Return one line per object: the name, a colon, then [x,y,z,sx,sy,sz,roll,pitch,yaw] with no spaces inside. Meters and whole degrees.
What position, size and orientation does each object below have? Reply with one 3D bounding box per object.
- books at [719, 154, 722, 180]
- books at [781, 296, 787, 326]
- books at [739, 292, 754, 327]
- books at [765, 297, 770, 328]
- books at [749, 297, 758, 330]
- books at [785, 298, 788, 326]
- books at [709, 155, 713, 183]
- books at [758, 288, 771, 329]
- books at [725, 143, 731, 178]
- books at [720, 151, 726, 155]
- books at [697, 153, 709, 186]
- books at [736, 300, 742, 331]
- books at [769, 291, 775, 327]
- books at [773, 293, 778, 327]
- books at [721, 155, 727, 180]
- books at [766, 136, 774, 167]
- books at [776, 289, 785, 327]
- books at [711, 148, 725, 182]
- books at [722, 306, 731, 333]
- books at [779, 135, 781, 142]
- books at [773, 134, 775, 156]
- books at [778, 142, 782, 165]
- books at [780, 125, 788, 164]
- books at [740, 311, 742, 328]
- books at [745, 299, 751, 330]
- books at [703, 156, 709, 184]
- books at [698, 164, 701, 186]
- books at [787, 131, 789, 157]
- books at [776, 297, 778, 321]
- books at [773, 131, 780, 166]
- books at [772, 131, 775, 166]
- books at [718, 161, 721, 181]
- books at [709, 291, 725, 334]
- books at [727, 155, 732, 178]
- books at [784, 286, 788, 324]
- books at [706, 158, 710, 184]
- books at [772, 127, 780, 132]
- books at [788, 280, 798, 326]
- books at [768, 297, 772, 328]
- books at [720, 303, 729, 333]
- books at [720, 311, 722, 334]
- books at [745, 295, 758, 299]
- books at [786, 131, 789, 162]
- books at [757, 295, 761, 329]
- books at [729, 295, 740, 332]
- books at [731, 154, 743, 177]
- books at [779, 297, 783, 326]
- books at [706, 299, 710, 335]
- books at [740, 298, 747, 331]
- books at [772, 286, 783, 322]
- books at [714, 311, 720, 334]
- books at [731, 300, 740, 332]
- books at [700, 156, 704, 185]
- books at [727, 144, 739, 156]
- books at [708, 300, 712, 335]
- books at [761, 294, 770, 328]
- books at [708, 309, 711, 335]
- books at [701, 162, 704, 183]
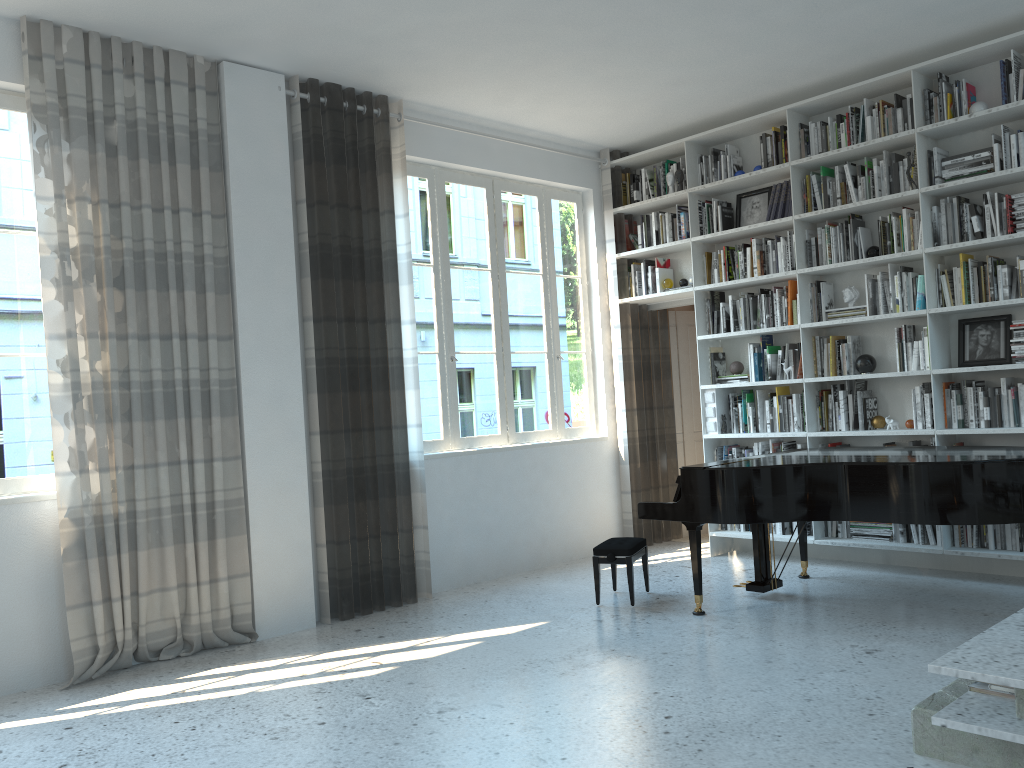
books: [1.604,-1.583,6.594,0.181,0.219,0.013,-3,-1,-43]
books: [1.964,-0.508,6.285,0.148,0.220,0.021,-3,-1,-43]
books: [1.734,-0.525,6.511,0.183,0.293,0.011,-3,-1,-43]
books: [1.872,-0.505,6.361,0.177,0.229,0.013,-3,-1,-43]
books: [1.793,-0.505,6.451,0.184,0.242,0.023,-3,-1,-43]
books: [1.979,-0.501,6.255,0.161,0.203,0.013,-3,-1,-43]
books: [1.537,-1.589,6.674,0.156,0.243,0.016,-3,-1,-43]
books: [1.835,-0.537,6.403,0.151,0.300,0.013,-3,-1,-43]
books: [1.633,-1.626,6.581,0.145,0.301,0.007,-3,-1,-43]
books: [1.601,-1.599,6.610,0.129,0.253,0.013,-3,-1,-43]
books: [1.467,-1.603,6.760,0.159,0.285,0.007,-3,-1,-43]
books: [1.720,-0.498,6.558,0.139,0.243,0.049,-3,-1,-43]
books: [1.893,-0.528,6.347,0.145,0.272,0.012,-3,-1,-43]
books: [1.916,-0.519,6.338,0.139,0.251,0.011,-3,-1,-43]
books: [1.611,-1.581,6.577,0.173,0.213,0.021,-3,-1,-43]
books: [1.870,-1.621,6.304,0.155,0.249,0.028,-3,-1,-43]
books: [1.929,-0.533,6.295,0.157,0.275,0.015,-3,-1,-43]
books: [1.556,-1.609,6.623,0.190,0.279,0.015,-3,-1,-43]
books: [1.630,-0.472,6.601,0.188,0.203,0.028,-3,-1,-43]
books: [1.938,-1.628,6.275,0.129,0.254,0.013,-3,-1,-43]
books: [1.900,-1.630,6.271,0.156,0.263,0.010,-3,-1,-43]
books: [1.935,-1.597,6.243,0.177,0.190,0.027,-3,-1,-43]
books: [1.941,-1.651,6.218,0.163,0.297,0.025,-3,-1,-43]
books: [1.729,-0.493,6.521,0.148,0.230,0.014,-3,-1,-43]
books: [1.764,-0.500,6.470,0.166,0.237,0.024,-3,-1,-43]
books: [1.505,-1.589,6.705,0.180,0.249,0.012,-3,-1,-43]
books: [1.471,-1.563,6.746,0.142,0.204,0.017,-3,-1,-43]
books: [1.984,-1.633,6.188,0.178,0.254,0.031,-3,-1,-43]
books: [1.937,-0.516,6.330,0.131,0.242,0.028,-3,-1,-43]
books: [1.908,-1.637,6.263,0.183,0.274,0.011,-3,-1,-43]
books: [1.901,-1.640,6.287,0.166,0.283,0.013,-3,-1,-43]
books: [1.586,-1.563,6.620,0.161,0.182,0.026,-3,-1,-43]
books: [1.556,-0.531,6.680,0.184,0.333,0.012,-3,-1,-43]
books: [1.649,-1.577,6.558,0.170,0.202,0.014,-3,-1,-43]
books: [1.978,-0.545,6.276,0.143,0.293,0.015,-3,-1,-43]
books: [1.524,-1.579,6.681,0.177,0.225,0.013,-3,-1,-43]
books: [1.901,-1.658,6.307,0.136,0.321,0.014,-3,-1,-43]
books: [1.992,-0.563,6.239,0.170,0.325,0.035,-3,-1,-43]
books: [1.889,-0.505,6.359,0.151,0.227,0.013,-3,-1,-43]
books: [1.620,-0.487,6.626,0.177,0.235,0.022,-3,-1,-43]
books: [1.611,-0.472,6.660,0.143,0.208,0.042,-3,-1,-43]
books: [1.763,-0.516,6.494,0.157,0.271,0.011,-3,-1,-43]
books: [1.976,-1.635,6.216,0.152,0.260,0.022,-3,-1,-43]
books: [1.829,-0.514,6.437,0.141,0.256,0.048,-3,-1,-43]
books: [1.676,-0.514,6.582,0.174,0.281,0.023,-3,-1,-43]
books: [1.665,-1.583,6.555,0.136,0.210,0.013,-3,-1,-43]
books: [1.950,-0.505,6.295,0.160,0.217,0.012,-3,-1,-43]
books: [1.537,-0.504,6.744,0.159,0.285,0.012,-3,-1,-43]
books: [1.740,-0.503,6.493,0.189,0.247,0.021,-3,-1,-43]
books: [1.911,-0.545,6.350,0.129,0.304,0.011,-3,-1,-43]
books: [1.582,-0.457,6.665,0.189,0.182,0.037,-2,-1,-43]
books: [1.682,-0.497,6.563,0.176,0.246,0.011,-3,-1,-43]
books: [1.482,-1.592,6.741,0.156,0.259,0.007,-3,-1,-43]
books: [1.649,-1.623,6.581,0.130,0.293,0.015,-3,-1,-43]
books: [1.547,-0.496,6.696,0.176,0.266,0.027,-3,-1,-43]
books: [1.855,-0.517,6.398,0.156,0.256,0.021,-3,-1,-43]
books: [1.545,-0.467,6.724,0.155,0.209,0.026,-3,-1,-43]
books: [1.496,-1.568,6.726,0.158,0.210,0.032,-3,-1,-43]
